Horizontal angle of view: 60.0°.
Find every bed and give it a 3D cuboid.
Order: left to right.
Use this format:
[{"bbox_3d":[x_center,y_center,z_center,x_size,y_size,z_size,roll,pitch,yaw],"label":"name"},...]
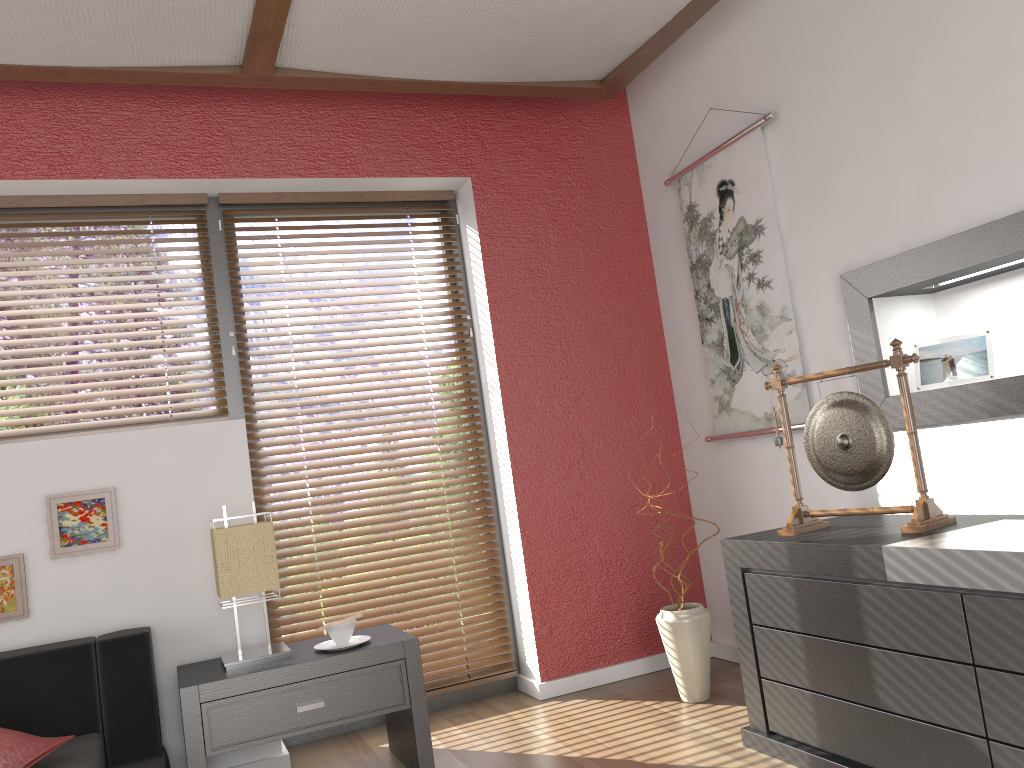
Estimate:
[{"bbox_3d":[-1.799,1.000,1.248,2.469,0.577,2.413,-6,-6,-22],"label":"bed"}]

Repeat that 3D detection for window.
[{"bbox_3d":[-2.449,-0.136,2.894,2.817,0.786,0.020,-6,-6,-22],"label":"window"},{"bbox_3d":[-0.581,0.215,3.586,0.889,1.893,0.020,-6,-6,-22],"label":"window"}]

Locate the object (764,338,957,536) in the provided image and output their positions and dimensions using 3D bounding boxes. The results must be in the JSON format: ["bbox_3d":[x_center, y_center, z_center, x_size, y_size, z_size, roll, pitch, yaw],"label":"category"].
[{"bbox_3d":[0.928,0.154,2.454,0.173,0.498,0.490,-4,-6,-37],"label":"object"}]

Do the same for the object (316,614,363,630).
[{"bbox_3d":[-0.542,0.750,2.793,0.007,0.007,0.192,-12,-6,37],"label":"object"}]

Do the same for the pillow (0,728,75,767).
[{"bbox_3d":[-1.528,0.954,2.144,0.745,0.172,0.418,-8,-5,-3],"label":"pillow"}]

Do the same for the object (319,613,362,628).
[{"bbox_3d":[-0.543,0.753,2.817,0.007,0.007,0.192,-11,-6,32],"label":"object"}]

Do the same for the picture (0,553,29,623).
[{"bbox_3d":[-1.609,0.638,2.730,0.200,0.200,0.010,-6,-6,-22],"label":"picture"}]

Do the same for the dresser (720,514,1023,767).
[{"bbox_3d":[1.208,0.627,1.953,0.540,0.608,1.740,-6,-6,-22],"label":"dresser"}]

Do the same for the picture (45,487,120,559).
[{"bbox_3d":[-1.378,0.445,2.850,0.200,0.200,0.010,-6,-6,-22],"label":"picture"}]

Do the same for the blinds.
[{"bbox_3d":[-2.347,0.425,2.777,4.840,1.952,0.032,-6,-6,-22],"label":"blinds"}]

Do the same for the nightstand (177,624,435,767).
[{"bbox_3d":[-0.654,1.057,2.782,0.700,0.423,0.413,-6,-6,-22],"label":"nightstand"}]

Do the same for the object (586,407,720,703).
[{"bbox_3d":[0.531,0.618,3.188,0.364,1.035,0.422,-13,-7,43],"label":"object"}]

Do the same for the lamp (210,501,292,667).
[{"bbox_3d":[-0.842,0.619,2.815,0.200,0.480,0.200,-6,-6,-22],"label":"lamp"}]

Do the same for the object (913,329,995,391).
[{"bbox_3d":[1.310,-0.068,2.637,0.041,0.146,0.226,-3,-7,-42],"label":"object"}]

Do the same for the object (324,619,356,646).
[{"bbox_3d":[-0.540,0.790,2.807,0.099,0.069,0.099,-8,-5,3],"label":"object"}]

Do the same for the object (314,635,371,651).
[{"bbox_3d":[-0.535,0.822,2.804,0.179,0.012,0.179,-8,-5,3],"label":"object"}]

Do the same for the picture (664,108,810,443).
[{"bbox_3d":[0.840,-0.434,3.352,0.028,1.270,0.701,-6,-6,-22],"label":"picture"}]
